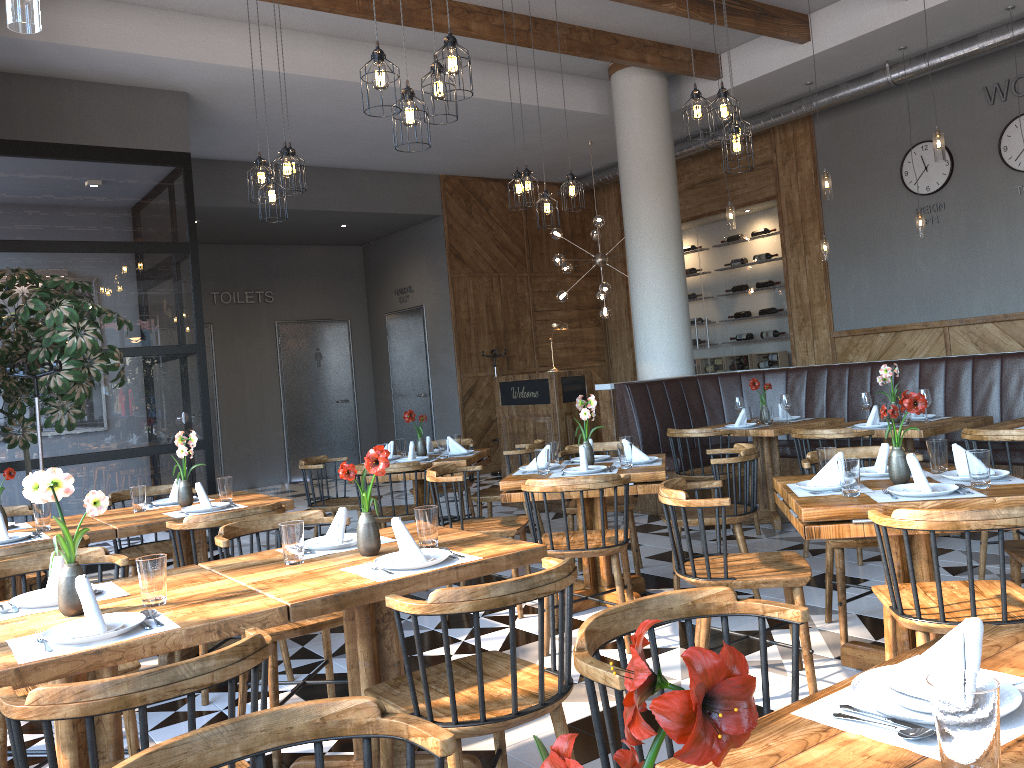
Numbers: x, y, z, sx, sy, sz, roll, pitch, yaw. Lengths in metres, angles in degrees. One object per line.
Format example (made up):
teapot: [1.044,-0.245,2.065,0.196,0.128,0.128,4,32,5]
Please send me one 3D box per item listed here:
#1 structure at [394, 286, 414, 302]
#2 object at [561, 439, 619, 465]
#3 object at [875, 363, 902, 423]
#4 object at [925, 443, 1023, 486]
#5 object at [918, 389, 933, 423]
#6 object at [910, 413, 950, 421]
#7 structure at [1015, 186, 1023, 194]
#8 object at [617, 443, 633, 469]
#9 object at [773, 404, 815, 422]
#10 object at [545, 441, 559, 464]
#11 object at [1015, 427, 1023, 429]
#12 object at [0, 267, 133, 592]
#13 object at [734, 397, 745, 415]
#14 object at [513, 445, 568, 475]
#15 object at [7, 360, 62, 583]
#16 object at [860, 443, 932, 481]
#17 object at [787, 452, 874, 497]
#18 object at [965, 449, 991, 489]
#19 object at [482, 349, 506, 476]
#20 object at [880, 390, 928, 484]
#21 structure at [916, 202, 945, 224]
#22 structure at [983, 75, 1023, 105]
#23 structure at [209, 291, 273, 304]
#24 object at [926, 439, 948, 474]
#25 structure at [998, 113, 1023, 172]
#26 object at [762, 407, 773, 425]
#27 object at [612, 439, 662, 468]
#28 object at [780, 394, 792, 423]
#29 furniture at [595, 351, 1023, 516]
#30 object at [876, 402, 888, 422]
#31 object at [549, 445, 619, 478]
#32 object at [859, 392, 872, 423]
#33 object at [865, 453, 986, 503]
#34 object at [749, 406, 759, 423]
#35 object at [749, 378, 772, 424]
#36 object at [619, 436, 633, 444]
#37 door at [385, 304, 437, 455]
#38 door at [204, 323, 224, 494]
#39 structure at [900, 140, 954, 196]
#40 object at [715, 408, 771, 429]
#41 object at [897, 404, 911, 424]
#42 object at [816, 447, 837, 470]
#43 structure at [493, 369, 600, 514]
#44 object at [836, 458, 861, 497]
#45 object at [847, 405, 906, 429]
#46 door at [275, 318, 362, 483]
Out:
structure: [-1.570,-1.304,12.920,0.025,0.197,0.564,-4,0,-35]
object: [0.461,0.383,5.190,0.351,0.137,0.272,-5,0,10]
object: [2.527,0.063,5.927,0.146,0.400,0.206,-4,-2,-28]
object: [1.752,0.291,3.366,0.272,0.137,0.352,-5,0,10]
object: [2.709,0.142,5.805,0.081,0.215,0.081,-5,-1,-4]
object: [2.778,0.172,6.071,0.272,0.137,0.351,-5,0,-35]
structure: [4.951,-1.800,8.353,0.021,0.200,0.368,-4,-1,-35]
object: [0.599,0.380,4.672,0.080,0.132,0.080,-5,-1,-20]
object: [2.149,0.217,6.967,0.272,0.137,0.351,-5,0,-35]
object: [0.237,0.406,5.169,0.080,0.132,0.080,-5,-1,-20]
object: [2.980,0.168,4.870,0.272,0.137,0.351,-5,0,-35]
object: [-3.635,0.261,6.261,1.377,2.595,1.636,-6,-1,39]
object: [1.781,0.210,6.936,0.081,0.215,0.081,-4,-2,-44]
object: [0.154,0.413,4.969,0.272,0.137,0.352,-5,0,10]
object: [-3.017,0.684,5.703,0.375,1.660,0.374,-5,-2,-13]
object: [1.531,0.307,3.671,0.351,0.137,0.272,-5,0,10]
object: [1.224,0.336,3.449,0.272,0.137,0.352,-5,0,10]
object: [1.664,0.304,3.155,0.080,0.132,0.080,-5,-1,-20]
object: [-0.171,0.368,11.794,0.375,1.660,0.374,-5,-2,-13]
object: [1.509,0.203,3.390,0.171,0.355,0.156,-5,-1,20]
structure: [4.352,-1.758,9.207,0.021,0.197,0.305,-4,-1,-35]
structure: [5.418,-2.871,7.582,0.033,0.199,2.723,-4,0,-35]
structure: [-3.897,-1.249,12.799,0.917,0.166,0.035,-5,-1,-35]
object: [1.727,0.293,3.591,0.080,0.132,0.080,-4,-1,-30]
structure: [4.892,-2.285,8.372,0.046,0.561,0.559,-4,-1,-35]
object: [1.939,0.240,6.705,0.080,0.132,0.080,-6,-1,40]
object: [0.683,0.367,4.885,0.272,0.137,0.352,-5,0,10]
object: [2.076,0.187,6.706,0.081,0.215,0.081,-5,-1,-4]
furniture: [3.470,0.372,5.893,1.920,1.151,6.573,-5,0,-35]
object: [2.539,0.195,6.069,0.080,0.132,0.080,-4,-1,-35]
object: [0.376,0.397,4.664,0.351,0.137,0.272,-5,0,10]
object: [2.414,0.165,6.035,0.081,0.215,0.081,-4,-2,-44]
object: [1.445,0.320,3.145,0.351,0.137,0.272,-5,0,10]
object: [1.907,0.240,6.970,0.080,0.132,0.080,-4,-1,-35]
object: [1.913,0.129,6.834,0.156,0.355,0.170,-4,-2,-42]
object: [0.662,0.369,5.108,0.080,0.132,0.080,-5,-1,-20]
door: [-1.487,0.100,12.902,0.114,2.397,1.204,-4,-2,-35]
door: [-4.613,0.380,12.136,1.208,2.397,0.114,-4,-2,-35]
structure: [4.306,-2.243,9.206,0.046,0.561,0.559,-4,-1,-35]
object: [1.715,0.258,6.671,0.272,0.137,0.351,-5,0,-35]
object: [2.572,0.195,5.804,0.080,0.132,0.080,-6,-1,40]
object: [1.302,0.330,3.652,0.080,0.132,0.080,-4,-1,-30]
structure: [0.397,0.533,8.702,0.646,1.302,1.043,-4,-1,-35]
object: [1.229,0.341,3.223,0.080,0.132,0.080,-4,-1,-30]
object: [2.345,0.213,5.775,0.272,0.137,0.351,-5,0,-35]
door: [-2.890,0.217,13.356,1.208,2.397,0.114,-4,-2,-35]
